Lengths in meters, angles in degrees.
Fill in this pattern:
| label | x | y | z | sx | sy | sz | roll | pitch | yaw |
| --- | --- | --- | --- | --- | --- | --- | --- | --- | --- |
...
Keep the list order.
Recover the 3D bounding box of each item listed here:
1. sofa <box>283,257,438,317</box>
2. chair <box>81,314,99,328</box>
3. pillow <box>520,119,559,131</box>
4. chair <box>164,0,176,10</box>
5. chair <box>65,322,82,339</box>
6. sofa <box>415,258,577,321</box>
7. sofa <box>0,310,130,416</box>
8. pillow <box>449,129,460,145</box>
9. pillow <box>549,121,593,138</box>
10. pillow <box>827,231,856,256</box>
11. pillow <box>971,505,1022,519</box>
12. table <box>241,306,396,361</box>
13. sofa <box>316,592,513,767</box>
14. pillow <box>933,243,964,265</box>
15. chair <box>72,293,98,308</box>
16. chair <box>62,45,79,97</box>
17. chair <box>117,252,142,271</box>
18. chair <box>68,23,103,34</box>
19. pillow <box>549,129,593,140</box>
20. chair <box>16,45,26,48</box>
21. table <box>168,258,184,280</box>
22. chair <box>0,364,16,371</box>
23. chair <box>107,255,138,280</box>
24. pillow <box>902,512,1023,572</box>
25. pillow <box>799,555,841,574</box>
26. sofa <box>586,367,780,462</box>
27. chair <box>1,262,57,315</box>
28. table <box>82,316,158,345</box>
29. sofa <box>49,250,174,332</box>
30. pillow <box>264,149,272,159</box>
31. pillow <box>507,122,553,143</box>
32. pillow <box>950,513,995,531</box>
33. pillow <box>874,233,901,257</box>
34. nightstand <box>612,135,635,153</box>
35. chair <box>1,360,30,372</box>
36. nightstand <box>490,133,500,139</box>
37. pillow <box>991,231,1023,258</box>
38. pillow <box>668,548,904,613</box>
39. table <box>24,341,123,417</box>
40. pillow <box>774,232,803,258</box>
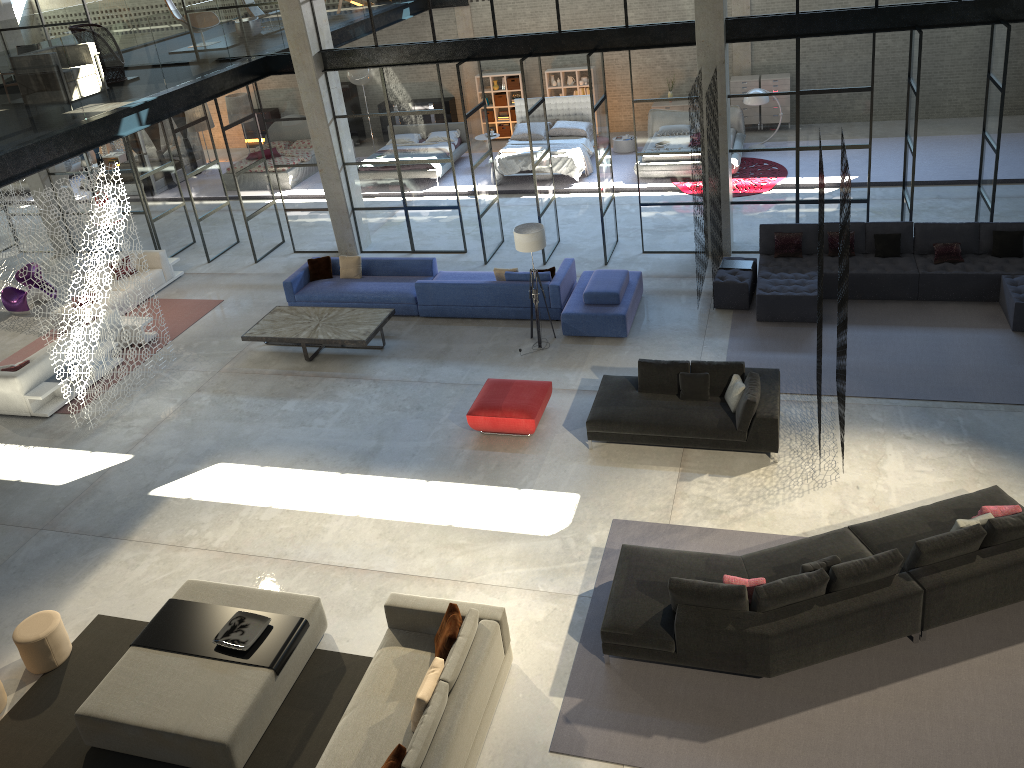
| label | x | y | z | sx | sy | sz | roll | pitch | yaw |
| --- | --- | --- | --- | --- | --- | --- | --- | --- | --- |
| sofa | -2.464 | -1.627 | 14.513 | 2.336 | 0.575 | 1.112 | 3 | 29 | 18 |
| chair | -6.617 | -0.871 | 13.681 | 0.268 | 0.306 | 0.417 | 2 | 29 | 19 |
| pillow | 0.613 | -5.989 | 20.571 | 1.053 | 0.306 | 0.516 | 2 | 29 | 18 |
| chair | -6.518 | -7.552 | 18.188 | 0.808 | 0.975 | 1.009 | 18 | 36 | 42 |
| chair | -6.737 | -0.715 | 13.429 | 0.269 | 0.302 | 0.415 | -5 | 27 | 6 |
| sofa | -0.241 | -1.563 | 13.760 | 2.336 | 0.686 | 1.112 | 3 | 29 | 18 |
| sofa | -6.906 | -0.365 | 13.227 | 0.948 | 0.636 | 2.257 | 2 | 30 | 17 |
| pillow | -2.228 | -6.025 | 21.622 | 1.928 | 0.297 | 0.579 | 3 | 29 | 18 |
| pillow | 1.348 | -5.867 | 20.124 | 0.980 | 0.277 | 0.730 | 4 | 30 | 20 |
| pillow | 4.876 | -2.070 | 12.990 | 0.406 | 0.358 | 0.202 | 2 | 26 | 18 |
| pillow | 4.155 | 1.128 | 7.521 | 0.336 | 0.273 | 0.264 | -5 | 26 | 6 |
| table | -2.878 | -0.752 | 13.241 | 2.064 | 0.379 | 1.084 | 3 | 30 | 18 |
| sofa | -0.847 | 2.609 | 6.422 | 1.053 | 0.686 | 2.467 | 2 | 30 | 17 |
| pillow | 6.212 | -1.861 | 12.498 | 0.384 | 0.220 | 0.344 | 2 | 29 | 18 |
| chair | -7.331 | -1.454 | 15.036 | 0.421 | 0.103 | 0.422 | -20 | 31 | -21 |
| chair | -6.713 | -4.560 | 13.060 | 0.805 | 0.790 | 1.037 | 1 | 28 | 18 |
| chair | -7.062 | -2.214 | 16.192 | 0.391 | 0.320 | 0.260 | -26 | 31 | -32 |
| chair | -6.943 | -5.557 | 14.749 | 0.690 | 0.936 | 0.869 | -12 | 26 | -9 |
| pillow | 1.386 | -5.824 | 20.225 | 0.960 | 0.314 | 0.755 | 3 | 30 | 18 |
| chair | -7.845 | -5.027 | 14.172 | 0.520 | 0.782 | 0.588 | 1 | 27 | 18 |
| table | -6.764 | -2.184 | 16.750 | 0.901 | 0.351 | 0.317 | 2 | 28 | 18 |
| chair | -7.288 | -0.191 | 12.651 | 0.391 | 0.258 | 0.335 | -10 | 27 | -5 |
| chair | -7.097 | -2.106 | 16.007 | 0.423 | 0.318 | 0.263 | -27 | 32 | -33 |
| pillow | 3.881 | 1.292 | 7.271 | 1.306 | 0.390 | 0.284 | -13 | 26 | -9 |
| pillow | 2.493 | 1.547 | 7.139 | 0.357 | 0.303 | 0.207 | -13 | 26 | -11 |
| sofa | 1.978 | 0.282 | 10.080 | 2.107 | 0.534 | 1.141 | 3 | 30 | 18 |
| chair | -8.913 | -1.764 | 16.130 | 0.656 | 0.710 | 0.841 | 1 | 28 | 18 |
| table | -6.408 | -0.872 | 14.314 | 1.202 | 0.351 | 0.317 | 3 | 28 | 18 |
| sofa | -7.127 | -1.692 | 15.659 | 0.942 | 0.635 | 2.267 | 2 | 30 | 17 |
| pillow | -6.178 | -5.703 | 21.793 | 0.876 | 0.202 | 0.666 | -8 | 28 | -1 |
| pillow | 0.437 | -5.832 | 20.334 | 1.028 | 0.355 | 0.701 | 4 | 30 | 21 |
| pillow | 3.873 | 1.225 | 7.416 | 0.342 | 0.285 | 0.232 | -11 | 26 | -6 |
| pillow | 5.487 | -2.010 | 12.802 | 0.383 | 0.318 | 0.231 | 0 | 27 | 16 |
| nightstand | 2.657 | -5.630 | 20.610 | 0.579 | 0.284 | 0.507 | 0 | 29 | 15 |
| chair | -7.037 | -0.174 | 12.544 | 0.409 | 0.318 | 0.293 | -20 | 28 | -23 |
| nightstand | -0.542 | -5.526 | 20.785 | 0.603 | 0.664 | 0.633 | -11 | 26 | -7 |
| pillow | 6.961 | -1.961 | 12.321 | 0.401 | 0.363 | 0.208 | 2 | 27 | 18 |
| pillow | 2.199 | 1.650 | 7.023 | 1.892 | 0.399 | 0.458 | -8 | 27 | -1 |
| table | -6.394 | -0.082 | 12.894 | 0.300 | 0.350 | 1.657 | 1 | 30 | 17 |
| pillow | 4.164 | -2.090 | 13.216 | 0.413 | 0.327 | 0.248 | 2 | 27 | 19 |
